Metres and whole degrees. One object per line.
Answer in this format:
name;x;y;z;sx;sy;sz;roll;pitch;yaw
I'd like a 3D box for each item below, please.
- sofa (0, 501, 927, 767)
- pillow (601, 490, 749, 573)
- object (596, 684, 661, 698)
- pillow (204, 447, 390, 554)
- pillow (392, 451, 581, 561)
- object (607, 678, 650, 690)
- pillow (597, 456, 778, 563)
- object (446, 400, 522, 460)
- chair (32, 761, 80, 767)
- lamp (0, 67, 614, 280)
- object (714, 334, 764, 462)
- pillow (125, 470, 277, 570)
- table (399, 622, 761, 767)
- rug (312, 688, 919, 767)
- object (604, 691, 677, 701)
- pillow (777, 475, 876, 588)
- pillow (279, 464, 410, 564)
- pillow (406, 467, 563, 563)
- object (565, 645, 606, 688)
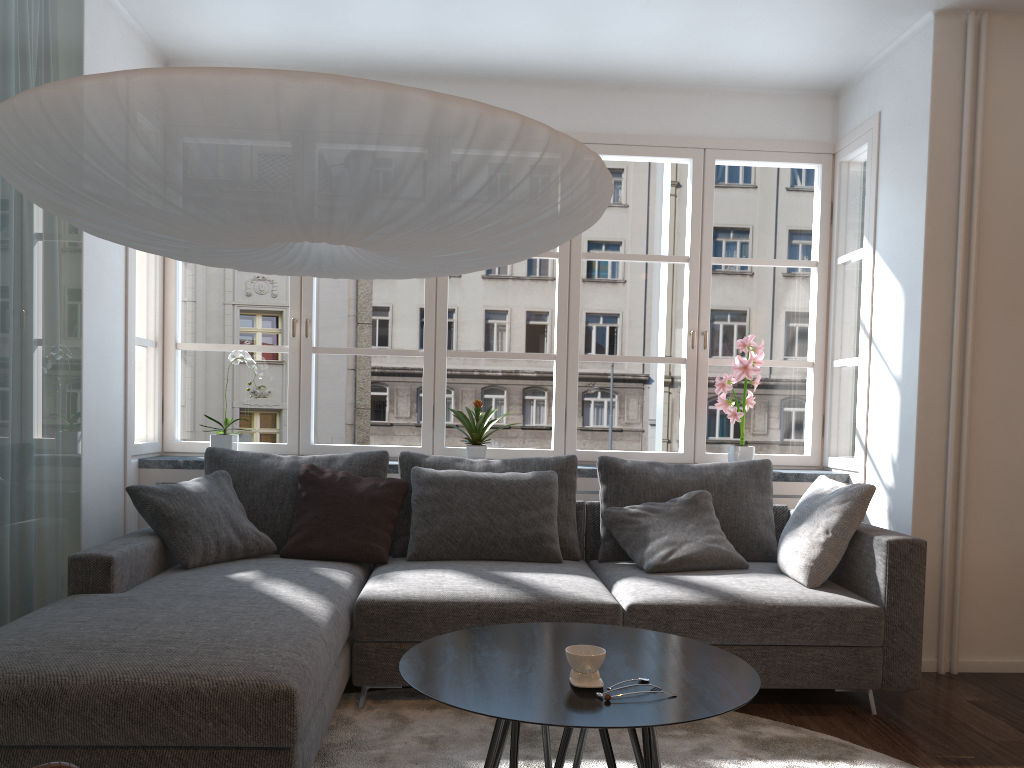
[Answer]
sofa;-0.015;0.840;3.146;3.067;0.673;2.038;2;-1;-3
pillow;0.695;0.625;3.802;0.492;0.322;0.443;2;0;-22
object;0.253;0.659;1.909;0.164;0.016;0.025;2;-1;-28
pillow;-0.978;0.529;3.942;0.836;0.479;0.274;1;1;-3
pillow;-0.110;0.551;4.003;0.839;0.476;0.276;1;1;-3
object;0.258;0.663;1.966;0.124;0.010;0.026;3;-2;-37
pillow;0.803;0.577;4.046;0.836;0.478;0.274;1;1;-3
object;-0.147;0.240;4.438;0.376;0.329;0.322;1;0;-28
chair;-0.606;0.728;1.163;0.717;0.711;0.685;2;0;29
lamp;-0.484;-0.417;2.232;1.469;0.210;1.470;0;-2;33
object;1.165;0.095;4.518;0.201;0.692;0.297;0;2;-24
pillow;-1.262;0.548;3.626;0.346;0.360;0.515;2;0;36
table;0.150;0.907;2.128;0.847;0.473;0.846;1;-1;-1
rug;0.020;1.133;2.034;2.839;0.012;2.834;2;-2;-23
object;0.274;0.658;1.872;0.168;0.015;0.015;2;0;-16
pillow;1.234;0.591;3.612;0.286;0.415;0.493;1;0;-4
pillow;-0.715;0.555;3.802;0.521;0.404;0.310;1;1;-1
pillow;-0.116;0.572;3.861;0.667;0.398;0.291;1;1;-3
object;0.161;0.631;1.965;0.091;0.069;0.139;1;-1;9
